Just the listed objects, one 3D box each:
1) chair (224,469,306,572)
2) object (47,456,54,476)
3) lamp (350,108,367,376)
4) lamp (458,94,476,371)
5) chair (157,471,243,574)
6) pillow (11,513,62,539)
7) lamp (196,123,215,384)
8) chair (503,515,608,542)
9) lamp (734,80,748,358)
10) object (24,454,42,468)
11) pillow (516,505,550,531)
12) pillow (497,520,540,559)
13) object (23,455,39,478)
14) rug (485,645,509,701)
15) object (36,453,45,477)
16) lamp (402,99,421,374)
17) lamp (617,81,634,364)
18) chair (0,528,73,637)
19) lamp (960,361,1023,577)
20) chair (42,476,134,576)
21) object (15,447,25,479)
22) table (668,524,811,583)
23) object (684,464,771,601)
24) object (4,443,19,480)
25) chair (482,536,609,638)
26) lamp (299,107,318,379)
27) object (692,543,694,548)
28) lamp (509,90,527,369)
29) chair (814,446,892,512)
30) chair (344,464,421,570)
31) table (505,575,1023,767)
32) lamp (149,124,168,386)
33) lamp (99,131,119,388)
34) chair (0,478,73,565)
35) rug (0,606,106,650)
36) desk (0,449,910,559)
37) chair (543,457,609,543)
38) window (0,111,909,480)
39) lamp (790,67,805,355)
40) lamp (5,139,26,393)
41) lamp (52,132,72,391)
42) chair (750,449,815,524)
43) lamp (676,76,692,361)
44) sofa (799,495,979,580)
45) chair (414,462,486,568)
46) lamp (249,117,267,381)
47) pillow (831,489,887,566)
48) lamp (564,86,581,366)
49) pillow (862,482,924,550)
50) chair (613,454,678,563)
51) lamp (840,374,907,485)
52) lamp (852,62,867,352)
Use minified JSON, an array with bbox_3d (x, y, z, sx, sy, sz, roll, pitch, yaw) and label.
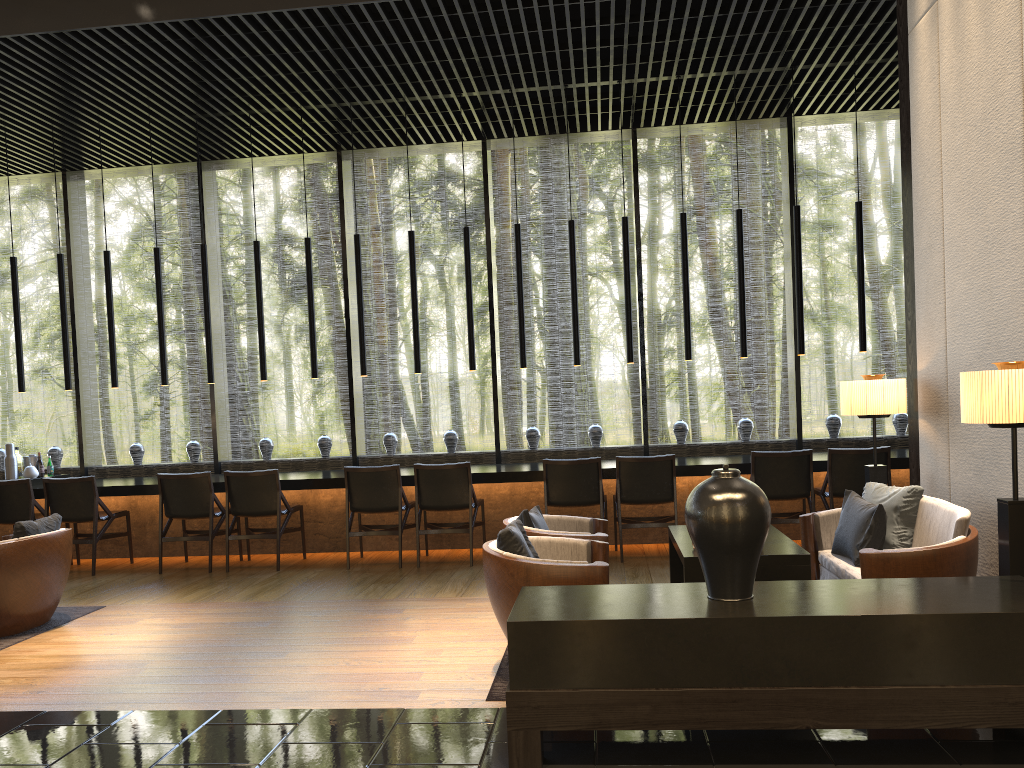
[{"bbox_3d":[-2.102,1.121,7.463,0.526,0.828,0.562,-2,1,6],"label":"chair"},{"bbox_3d":[-4.552,0.808,8.724,0.056,0.197,0.056,-2,2,8],"label":"object"},{"bbox_3d":[-1.383,-1.280,7.913,0.060,2.425,0.060,-2,2,11],"label":"lamp"},{"bbox_3d":[-0.401,-1.325,7.809,0.060,2.425,0.060,-2,2,11],"label":"lamp"},{"bbox_3d":[-2.673,1.148,7.524,0.526,0.828,0.562,-2,1,6],"label":"chair"},{"bbox_3d":[-2.989,1.010,5.533,0.222,0.363,0.398,-2,0,6],"label":"pillow"},{"bbox_3d":[-2.808,-1.214,8.064,0.060,2.425,0.060,-2,2,1],"label":"lamp"},{"bbox_3d":[0.261,1.074,5.114,0.606,0.605,0.803,-2,0,6],"label":"chair"},{"bbox_3d":[1.941,-1.434,7.561,0.060,2.425,0.060,-2,2,1],"label":"lamp"},{"bbox_3d":[-4.706,0.803,8.705,0.169,0.220,0.168,-3,1,1],"label":"object"},{"bbox_3d":[0.133,0.867,5.122,0.205,0.339,0.441,-2,0,13],"label":"pillow"},{"bbox_3d":[0.046,0.848,4.269,0.222,0.363,0.398,-2,0,6],"label":"pillow"},{"bbox_3d":[-4.613,0.794,8.478,0.135,0.218,0.135,-3,1,-7],"label":"object"},{"bbox_3d":[1.104,1.326,4.700,2.241,0.008,2.039,-3,-1,6],"label":"rug"},{"bbox_3d":[-4.602,0.787,8.633,0.067,0.238,0.066,-3,2,0],"label":"object"},{"bbox_3d":[-0.892,-1.303,7.861,0.060,2.425,0.060,-2,2,1],"label":"lamp"},{"bbox_3d":[0.979,-1.390,7.663,0.060,2.425,0.060,-2,2,1],"label":"lamp"},{"bbox_3d":[-3.097,1.232,5.555,0.606,0.605,0.803,-2,0,6],"label":"chair"},{"bbox_3d":[2.042,0.587,3.589,0.374,1.353,0.375,-4,2,-36],"label":"lamp"},{"bbox_3d":[-3.680,1.195,7.630,0.526,0.828,0.562,-2,1,6],"label":"chair"},{"bbox_3d":[-4.777,0.759,8.543,0.129,0.306,0.129,-3,2,-8],"label":"object"},{"bbox_3d":[1.154,1.064,4.633,0.575,0.518,1.041,-2,-1,6],"label":"table"},{"bbox_3d":[0.799,0.542,3.276,0.311,0.493,0.311,-3,1,-5],"label":"object"},{"bbox_3d":[-4.750,0.735,8.389,0.113,0.345,0.113,-2,2,1],"label":"object"},{"bbox_3d":[0.173,1.059,4.263,0.606,0.605,0.803,-2,0,6],"label":"chair"},{"bbox_3d":[-1.834,-1.259,7.961,0.060,2.425,0.060,-2,2,1],"label":"lamp"},{"bbox_3d":[1.018,0.649,4.329,0.173,0.310,0.229,-4,1,-38],"label":"object"},{"bbox_3d":[0.050,-1.346,7.761,0.060,2.425,0.060,-2,2,1],"label":"lamp"},{"bbox_3d":[2.685,0.899,6.957,0.526,0.828,0.562,-2,1,6],"label":"chair"},{"bbox_3d":[-1.095,1.075,7.357,0.526,0.828,0.562,-2,1,6],"label":"chair"},{"bbox_3d":[0.984,1.037,3.255,1.960,0.514,0.619,-3,0,6],"label":"table"},{"bbox_3d":[-3.251,-1.193,8.110,0.060,2.425,0.060,-2,2,1],"label":"lamp"},{"bbox_3d":[-3.733,-1.171,8.161,0.060,2.425,0.060,-2,2,1],"label":"lamp"},{"bbox_3d":[-4.251,1.221,7.691,0.526,0.828,0.562,-2,1,6],"label":"chair"},{"bbox_3d":[-4.008,1.563,5.241,2.241,0.008,1.956,-3,-1,6],"label":"rug"},{"bbox_3d":[-9.614,1.509,8.633,28.727,0.761,1.778,-3,-1,6],"label":"desk"},{"bbox_3d":[0.509,1.000,7.187,0.526,0.828,0.562,-2,1,6],"label":"chair"},{"bbox_3d":[-10.644,-0.280,4.370,31.878,4.235,12.044,-3,-1,6],"label":"window"},{"bbox_3d":[2.418,-1.456,7.511,0.060,2.425,0.060,-2,2,1],"label":"lamp"},{"bbox_3d":[-4.649,-1.128,8.258,0.060,2.425,0.060,-2,2,1],"label":"lamp"},{"bbox_3d":[-4.186,-1.150,8.209,0.060,2.425,0.060,-2,2,1],"label":"lamp"},{"bbox_3d":[2.113,0.926,7.018,0.526,0.828,0.562,-2,1,6],"label":"chair"},{"bbox_3d":[1.474,-1.413,7.611,0.060,2.425,0.060,-2,2,1],"label":"lamp"},{"bbox_3d":[1.924,0.943,4.540,0.603,0.694,1.447,-2,-1,6],"label":"sofa"},{"bbox_3d":[-0.524,1.048,7.296,0.526,0.828,0.562,-2,1,6],"label":"chair"},{"bbox_3d":[-2.310,-1.237,8.011,0.060,2.425,0.060,-2,2,11],"label":"lamp"},{"bbox_3d":[1.884,0.770,4.771,0.219,0.361,0.471,-2,0,3],"label":"pillow"},{"bbox_3d":[0.519,-1.368,7.712,0.060,2.425,0.060,-2,2,1],"label":"lamp"},{"bbox_3d":[2.048,0.744,4.854,0.201,0.400,0.433,-3,0,-16],"label":"pillow"},{"bbox_3d":[1.081,0.974,7.127,0.526,0.828,0.562,-2,1,6],"label":"chair"},{"bbox_3d":[2.234,0.620,5.440,0.375,1.353,0.374,-1,2,35],"label":"lamp"},{"bbox_3d":[2.922,-1.480,7.458,0.060,2.425,0.060,-2,2,1],"label":"lamp"}]
